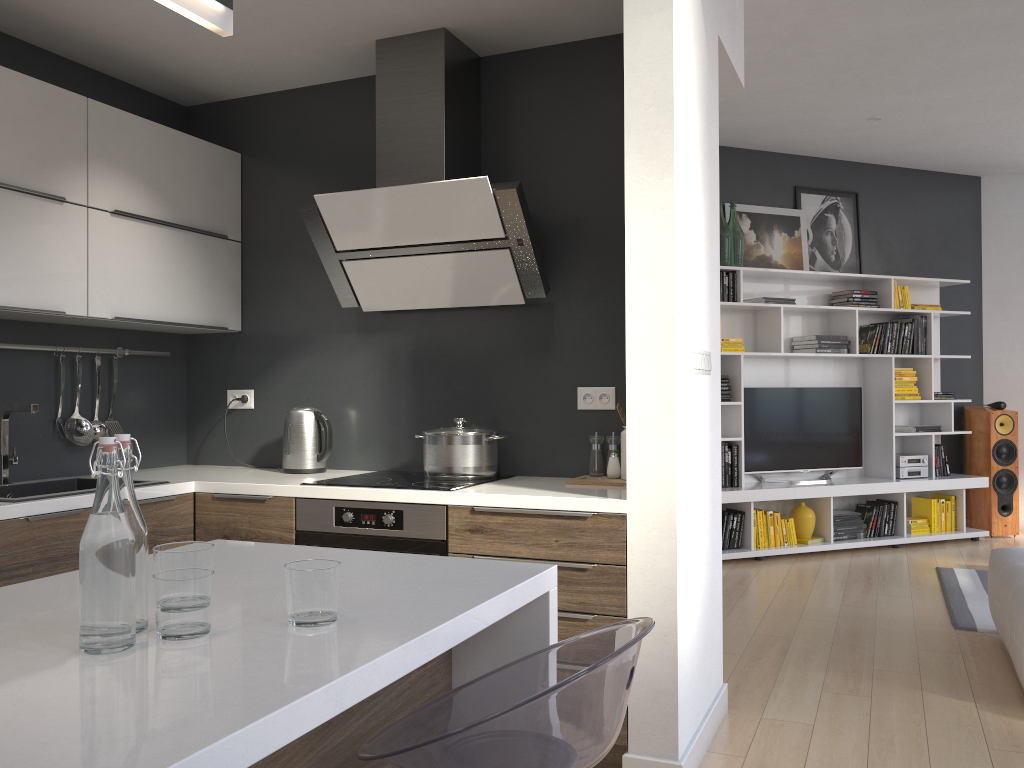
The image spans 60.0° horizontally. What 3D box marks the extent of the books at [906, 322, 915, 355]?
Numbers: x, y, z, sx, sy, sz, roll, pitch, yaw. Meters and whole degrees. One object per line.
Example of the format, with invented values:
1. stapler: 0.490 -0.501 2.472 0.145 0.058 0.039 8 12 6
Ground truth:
1. books: 3.067 -0.352 6.973 0.066 0.260 0.197 0 -1 -22

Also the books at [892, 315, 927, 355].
1. books: 3.147 -0.377 7.035 0.128 0.321 0.259 0 -1 -22

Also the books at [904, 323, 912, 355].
1. books: 3.036 -0.347 6.959 0.084 0.249 0.191 0 -1 -22

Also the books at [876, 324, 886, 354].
1. books: 2.794 -0.339 6.851 0.081 0.233 0.169 0 -1 -23

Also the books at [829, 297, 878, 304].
1. books: 2.632 -0.639 6.845 0.284 0.030 0.214 0 -1 -19

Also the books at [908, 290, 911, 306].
1. books: 3.050 -0.666 6.933 0.044 0.184 0.142 0 -1 -21

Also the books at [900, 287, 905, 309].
1. books: 2.994 -0.663 6.898 0.044 0.178 0.128 0 -1 -22

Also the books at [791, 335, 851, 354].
1. books: 2.335 -0.291 6.711 0.343 0.137 0.277 0 -1 -27

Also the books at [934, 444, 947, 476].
1. books: 3.366 0.603 7.072 0.066 0.255 0.193 0 -1 -23

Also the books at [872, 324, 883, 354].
1. books: 2.760 -0.338 6.852 0.096 0.234 0.187 0 -1 -22

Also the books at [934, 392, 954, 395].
1. books: 3.387 0.076 7.085 0.213 0.023 0.161 0 -1 -19

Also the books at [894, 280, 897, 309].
1. books: 2.911 -0.686 6.887 0.041 0.224 0.163 0 -1 -24

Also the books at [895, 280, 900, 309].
1. books: 2.936 -0.686 6.906 0.054 0.224 0.164 0 -1 -23

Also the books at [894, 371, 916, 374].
1. books: 3.038 -0.090 6.996 0.223 0.023 0.163 0 -1 -18

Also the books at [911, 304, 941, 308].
1. books: 3.227 -0.613 7.048 0.257 0.024 0.203 0 -1 -19

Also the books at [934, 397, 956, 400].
1. books: 3.393 0.114 7.068 0.213 0.023 0.161 0 -1 -19

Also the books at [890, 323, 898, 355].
1. books: 2.903 -0.347 6.908 0.084 0.249 0.191 0 -1 -22

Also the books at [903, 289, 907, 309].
1. books: 3.016 -0.654 6.894 0.046 0.161 0.108 0 -1 -23

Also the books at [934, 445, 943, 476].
1. books: 3.344 0.608 7.050 0.050 0.242 0.169 0 -1 -23

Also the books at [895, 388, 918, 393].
1. books: 3.030 0.053 6.982 0.243 0.042 0.189 0 -1 -22

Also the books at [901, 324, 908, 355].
1. books: 3.005 -0.345 6.934 0.071 0.243 0.179 0 -1 -23

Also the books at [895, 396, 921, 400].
1. books: 3.037 0.112 6.970 0.257 0.028 0.194 0 -1 -17

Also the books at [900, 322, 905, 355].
1. books: 2.976 -0.349 6.937 0.075 0.254 0.192 0 -1 -23

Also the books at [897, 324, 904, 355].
1. books: 2.965 -0.342 6.904 0.069 0.242 0.172 0 -1 -21

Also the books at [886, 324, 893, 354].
1. books: 2.870 -0.342 6.890 0.068 0.243 0.179 0 -1 -23

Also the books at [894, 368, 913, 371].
1. books: 3.021 -0.113 7.013 0.223 0.023 0.163 0 -1 -18

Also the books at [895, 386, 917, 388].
1. books: 3.023 0.025 6.995 0.251 0.014 0.189 0 -1 -19

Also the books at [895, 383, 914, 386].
1. books: 3.021 0.007 6.973 0.217 0.023 0.145 0 -1 -18

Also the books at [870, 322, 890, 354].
1. books: 2.843 -0.349 6.886 0.075 0.254 0.192 0 -1 -23

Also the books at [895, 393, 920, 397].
1. books: 3.031 0.086 6.977 0.257 0.024 0.203 0 -1 -19

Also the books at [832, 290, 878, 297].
1. books: 2.638 -0.694 6.831 0.266 0.030 0.209 0 -1 -29

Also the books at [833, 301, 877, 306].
1. books: 2.637 -0.613 6.825 0.264 0.020 0.189 0 -1 -24

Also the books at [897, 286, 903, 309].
1. books: 2.973 -0.663 6.897 0.054 0.180 0.132 0 -1 -22

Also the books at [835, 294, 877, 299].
1. books: 2.645 -0.667 6.821 0.246 0.026 0.180 0 -1 -20

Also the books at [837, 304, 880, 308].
1. books: 2.640 -0.588 6.822 0.284 0.030 0.214 0 -1 -19

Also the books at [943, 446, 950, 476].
1. books: 3.397 0.608 7.076 0.066 0.242 0.177 0 -1 -22

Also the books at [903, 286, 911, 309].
1. books: 3.032 -0.666 6.917 0.064 0.184 0.141 0 -1 -21

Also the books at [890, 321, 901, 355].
1. books: 2.934 -0.352 6.922 0.066 0.260 0.197 0 -1 -22

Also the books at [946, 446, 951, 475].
1. books: 3.416 0.613 7.118 0.077 0.233 0.179 0 -1 -22

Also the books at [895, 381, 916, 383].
1. books: 3.026 -0.013 6.994 0.239 0.019 0.171 0 -1 -22

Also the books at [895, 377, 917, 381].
1. books: 3.036 -0.038 6.996 0.239 0.033 0.176 0 -1 -19

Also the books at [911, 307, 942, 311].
1. books: 3.233 -0.587 7.041 0.257 0.028 0.194 0 -1 -17

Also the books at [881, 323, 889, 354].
1. books: 2.831 -0.342 6.853 0.069 0.242 0.172 0 -1 -21

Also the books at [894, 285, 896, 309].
1. books: 2.897 -0.688 6.861 0.041 0.229 0.161 0 -1 -23

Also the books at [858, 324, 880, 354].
1. books: 2.731 -0.339 6.835 0.104 0.234 0.182 0 -1 -22

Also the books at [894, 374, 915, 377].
1. books: 3.029 -0.066 6.996 0.227 0.022 0.160 0 -1 -6

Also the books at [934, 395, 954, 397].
1. books: 3.390 0.095 7.070 0.198 0.015 0.142 0 -1 -24
